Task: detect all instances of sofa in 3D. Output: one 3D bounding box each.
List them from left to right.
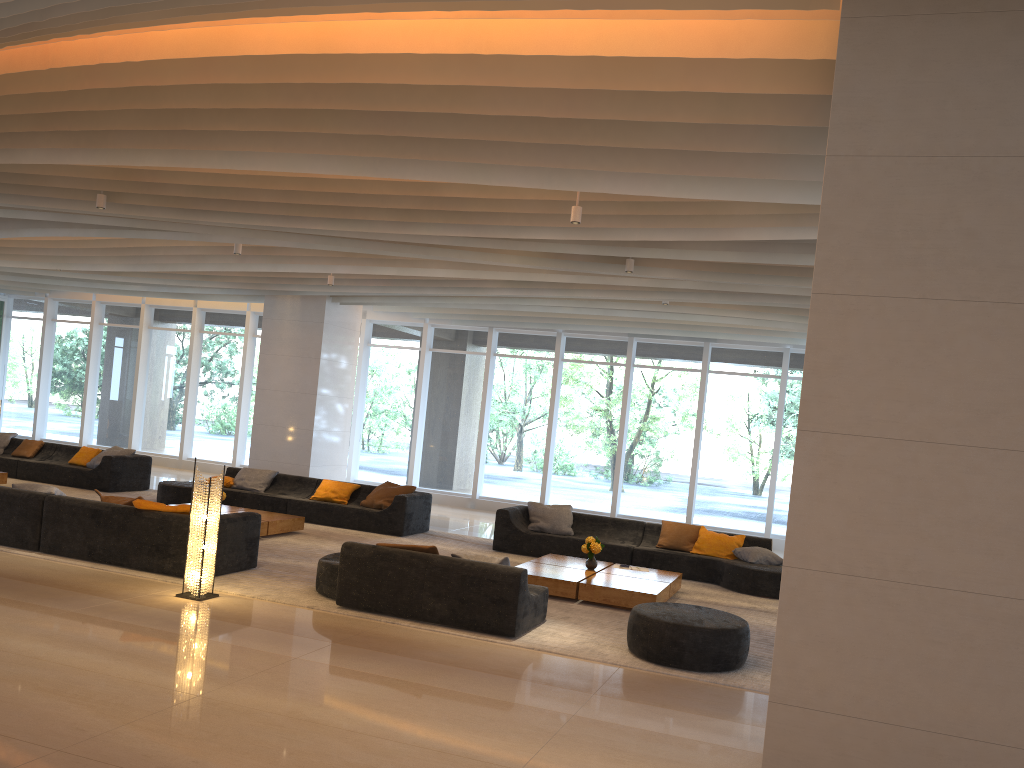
[{"bbox_3d":[-7.855,1.288,14.809,3.731,0.582,0.953,5,-2,18],"label":"sofa"},{"bbox_3d":[-4.474,1.406,9.152,3.731,0.582,0.953,5,-2,18],"label":"sofa"},{"bbox_3d":[-3.308,1.683,13.138,4.096,0.583,1.367,5,-2,17],"label":"sofa"},{"bbox_3d":[-0.770,1.744,8.129,2.225,0.577,1.372,5,-2,19],"label":"sofa"},{"bbox_3d":[1.826,2.143,11.602,4.118,0.582,1.359,5,-2,25],"label":"sofa"}]

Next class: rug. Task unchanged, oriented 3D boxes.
[{"bbox_3d":[-4.082,1.829,11.310,16.022,0.022,5.581,5,-2,18],"label":"rug"}]

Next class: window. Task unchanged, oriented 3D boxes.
[{"bbox_3d":[-4.359,0.135,15.933,55.040,3.221,21.920,6,-2,-16],"label":"window"}]

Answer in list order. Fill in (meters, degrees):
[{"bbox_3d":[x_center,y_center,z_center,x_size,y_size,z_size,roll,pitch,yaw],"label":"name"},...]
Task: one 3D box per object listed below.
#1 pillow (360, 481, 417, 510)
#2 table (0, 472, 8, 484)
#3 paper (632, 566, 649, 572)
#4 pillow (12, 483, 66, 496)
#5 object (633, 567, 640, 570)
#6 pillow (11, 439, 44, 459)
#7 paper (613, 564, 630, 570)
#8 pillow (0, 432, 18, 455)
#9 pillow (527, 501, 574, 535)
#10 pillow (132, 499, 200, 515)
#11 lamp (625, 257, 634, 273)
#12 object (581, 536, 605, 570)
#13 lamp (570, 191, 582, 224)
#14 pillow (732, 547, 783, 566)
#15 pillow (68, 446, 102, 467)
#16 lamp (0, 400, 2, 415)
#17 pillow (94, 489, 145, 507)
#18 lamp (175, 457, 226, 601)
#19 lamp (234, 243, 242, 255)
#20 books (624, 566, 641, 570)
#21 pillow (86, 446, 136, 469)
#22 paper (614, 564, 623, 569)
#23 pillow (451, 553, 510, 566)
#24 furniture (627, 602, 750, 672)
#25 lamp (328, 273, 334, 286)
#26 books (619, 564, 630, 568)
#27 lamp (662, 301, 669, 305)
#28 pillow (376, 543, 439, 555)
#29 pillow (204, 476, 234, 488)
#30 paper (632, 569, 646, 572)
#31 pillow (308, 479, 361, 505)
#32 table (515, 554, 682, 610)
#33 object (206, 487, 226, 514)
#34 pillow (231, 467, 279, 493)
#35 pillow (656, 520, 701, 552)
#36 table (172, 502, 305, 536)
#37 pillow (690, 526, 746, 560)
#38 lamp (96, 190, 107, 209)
[{"bbox_3d":[-1.813,1.635,12.975,0.626,0.378,0.558,5,-2,41],"label":"pillow"},{"bbox_3d":[-8.596,1.316,12.791,1.581,0.220,1.621,5,-2,19],"label":"table"},{"bbox_3d":[1.473,2.122,10.167,0.185,0.001,0.258,6,-2,6],"label":"paper"},{"bbox_3d":[-4.849,1.236,9.212,0.578,0.377,0.426,5,-1,21],"label":"pillow"},{"bbox_3d":[1.420,2.110,10.173,0.105,0.014,0.181,6,-2,1],"label":"object"},{"bbox_3d":[-8.218,1.096,15.058,0.403,0.312,0.325,5,-1,17],"label":"pillow"},{"bbox_3d":[1.267,2.103,10.197,0.195,0.001,0.265,5,-2,11],"label":"paper"},{"bbox_3d":[-8.999,0.999,15.331,0.640,0.378,0.546,6,-1,-3],"label":"pillow"},{"bbox_3d":[0.528,1.842,12.208,0.640,0.378,0.546,6,-1,-3],"label":"pillow"},{"bbox_3d":[-3.292,1.312,8.625,0.640,0.378,0.546,6,-1,-3],"label":"pillow"},{"bbox_3d":[1.341,-1.958,9.577,0.090,1.506,0.087,5,1,-26],"label":"lamp"},{"bbox_3d":[0.884,1.859,9.793,0.233,0.377,0.269,6,0,21],"label":"object"},{"bbox_3d":[0.614,-2.114,7.515,0.090,1.506,0.087,5,1,-26],"label":"lamp"},{"bbox_3d":[3.107,2.166,11.127,0.594,0.209,0.433,7,-2,-21],"label":"pillow"},{"bbox_3d":[-7.070,1.198,14.681,0.402,0.312,0.326,5,-1,21],"label":"pillow"},{"bbox_3d":[-9.555,0.750,16.280,0.247,1.451,0.253,6,1,19],"label":"lamp"},{"bbox_3d":[-3.872,1.284,8.892,0.593,0.410,0.450,5,-1,21],"label":"pillow"},{"bbox_3d":[-2.646,1.234,7.623,0.247,1.198,0.253,6,1,19],"label":"lamp"},{"bbox_3d":[-3.364,-2.375,11.093,0.089,1.506,0.088,6,1,-8],"label":"lamp"},{"bbox_3d":[1.367,2.107,10.172,0.212,0.011,0.181,6,-2,0],"label":"books"},{"bbox_3d":[-6.581,1.213,14.538,0.626,0.378,0.558,5,-2,41],"label":"pillow"},{"bbox_3d":[1.272,2.103,10.199,0.184,0.001,0.258,5,-2,11],"label":"paper"},{"bbox_3d":[-0.217,1.617,7.712,0.557,0.345,0.462,5,-1,17],"label":"pillow"},{"bbox_3d":[1.429,2.039,7.206,0.967,0.364,1.000,5,-2,28],"label":"furniture"},{"bbox_3d":[-2.622,-2.217,13.167,0.088,1.506,0.089,6,1,10],"label":"lamp"},{"bbox_3d":[1.294,2.097,10.200,0.111,0.011,0.182,5,-2,10],"label":"books"},{"bbox_3d":[2.096,-1.798,11.667,0.090,1.506,0.087,5,1,-26],"label":"lamp"},{"bbox_3d":[-0.853,1.562,7.806,0.596,0.392,0.402,5,-1,21],"label":"pillow"},{"bbox_3d":[-4.503,1.505,13.652,0.453,0.193,0.580,6,-2,-16],"label":"pillow"},{"bbox_3d":[1.473,2.123,10.167,0.189,0.001,0.261,6,-2,7],"label":"paper"},{"bbox_3d":[-2.646,1.636,13.160,0.629,0.394,0.455,5,-1,18],"label":"pillow"},{"bbox_3d":[0.926,2.159,9.669,1.581,0.220,1.621,5,-2,19],"label":"table"},{"bbox_3d":[-3.698,1.443,11.026,0.260,0.377,0.241,6,0,41],"label":"object"},{"bbox_3d":[-3.974,1.501,13.593,0.657,0.417,0.467,5,-1,19],"label":"pillow"},{"bbox_3d":[2.203,2.017,11.631,0.569,0.374,0.374,5,-1,18],"label":"pillow"},{"bbox_3d":[-3.769,1.744,11.208,1.581,0.220,1.621,5,-2,19],"label":"table"},{"bbox_3d":[2.651,2.069,11.421,0.597,0.403,0.482,5,-1,26],"label":"pillow"},{"bbox_3d":[-4.104,-2.534,9.001,0.088,1.506,0.089,6,1,10],"label":"lamp"}]
